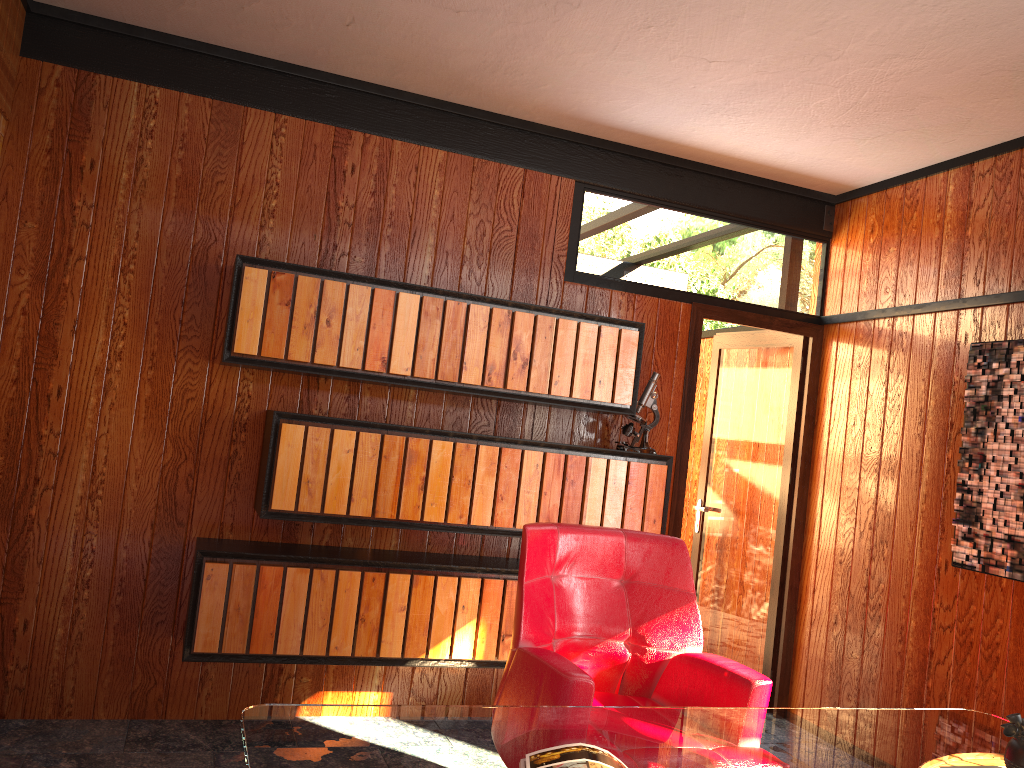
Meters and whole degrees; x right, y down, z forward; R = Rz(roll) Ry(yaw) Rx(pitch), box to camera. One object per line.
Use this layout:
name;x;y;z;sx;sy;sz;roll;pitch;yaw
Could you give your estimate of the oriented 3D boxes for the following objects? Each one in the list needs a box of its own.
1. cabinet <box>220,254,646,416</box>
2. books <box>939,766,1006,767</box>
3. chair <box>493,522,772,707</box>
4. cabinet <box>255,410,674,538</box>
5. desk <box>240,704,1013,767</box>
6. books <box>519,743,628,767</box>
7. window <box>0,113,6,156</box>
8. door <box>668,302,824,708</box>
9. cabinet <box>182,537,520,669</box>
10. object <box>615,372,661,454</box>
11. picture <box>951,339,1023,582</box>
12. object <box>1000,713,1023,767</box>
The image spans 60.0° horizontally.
cabinet;-0.282;-0.165;3.568;1.653;0.390;0.321;8;-3;-19
books;0.928;0.729;1.569;0.249;0.029;0.198;8;-3;-17
chair;0.287;0.923;2.520;0.621;0.956;0.839;8;-3;-19
cabinet;-0.158;0.397;3.604;1.653;0.390;0.321;8;-3;-19
desk;0.513;1.050;1.490;1.900;0.632;1.150;8;-3;-19
books;0.227;0.671;1.438;0.422;0.049;0.300;7;-3;0
window;-1.671;0.103;2.268;0.070;2.164;1.837;8;-3;-19
door;0.959;0.640;4.547;0.751;1.955;0.734;8;-3;-19
cabinet;-0.403;0.882;3.509;1.653;0.390;0.321;8;-3;-19
object;0.551;0.116;3.818;0.181;0.354;0.142;6;-3;17
picture;1.904;0.265;3.018;0.061;0.873;0.916;8;-3;-19
object;0.941;0.660;1.589;0.121;0.114;0.118;8;-4;-25
